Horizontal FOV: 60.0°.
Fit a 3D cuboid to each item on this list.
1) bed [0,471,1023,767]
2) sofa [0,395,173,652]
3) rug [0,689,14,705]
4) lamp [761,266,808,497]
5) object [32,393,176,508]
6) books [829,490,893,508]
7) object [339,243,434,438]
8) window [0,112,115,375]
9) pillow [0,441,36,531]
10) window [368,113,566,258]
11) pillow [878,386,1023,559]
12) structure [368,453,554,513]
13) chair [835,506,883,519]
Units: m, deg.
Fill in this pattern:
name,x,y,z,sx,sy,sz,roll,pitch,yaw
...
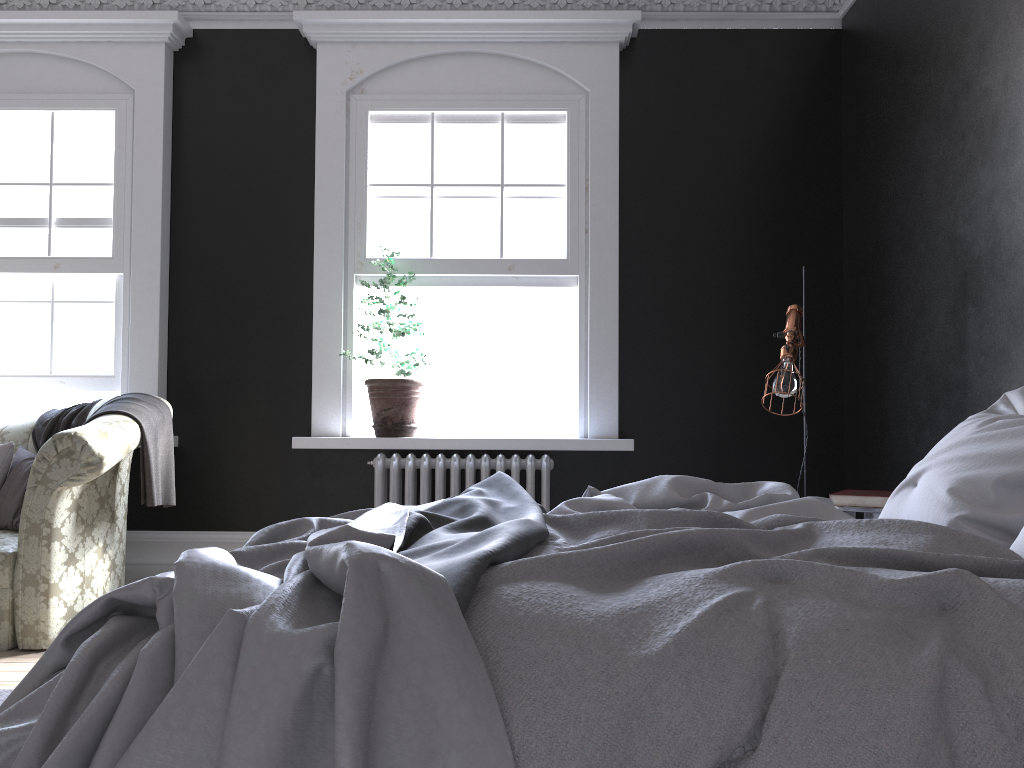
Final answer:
name,x,y,z,sx,sy,sz,roll,pitch,yaw
bed,0.379,0.423,2.311,3.283,1.297,2.768,1,-3,-11
sofa,-3.121,0.618,4.551,2.813,1.160,1.607,0,-3,2
rug,-3.229,1.024,2.193,3.644,0.050,2.107,0,-3,1
lamp,1.604,0.313,4.581,0.437,1.777,1.719,-1,-3,39
object,-2.156,0.343,4.649,0.517,0.584,1.367,2,-4,-40
books,1.432,0.454,3.506,0.275,0.045,0.346,-1,-4,31
object,-0.712,-0.249,5.271,0.474,1.133,0.505,-1,-3,41
window,-3.050,-0.868,5.474,1.263,1.670,0.056,0,-2,1
pillow,-2.603,0.510,4.500,0.964,0.461,0.405,0,-3,8
window,-0.274,-1.179,5.446,1.263,1.016,0.056,0,-2,1
pillow,1.492,0.241,2.244,0.680,0.759,1.832,0,-3,1
structure,-0.283,0.827,5.162,1.141,0.848,0.276,0,-2,1
chair,1.431,0.812,3.505,0.613,0.672,0.613,3,-4,-45
